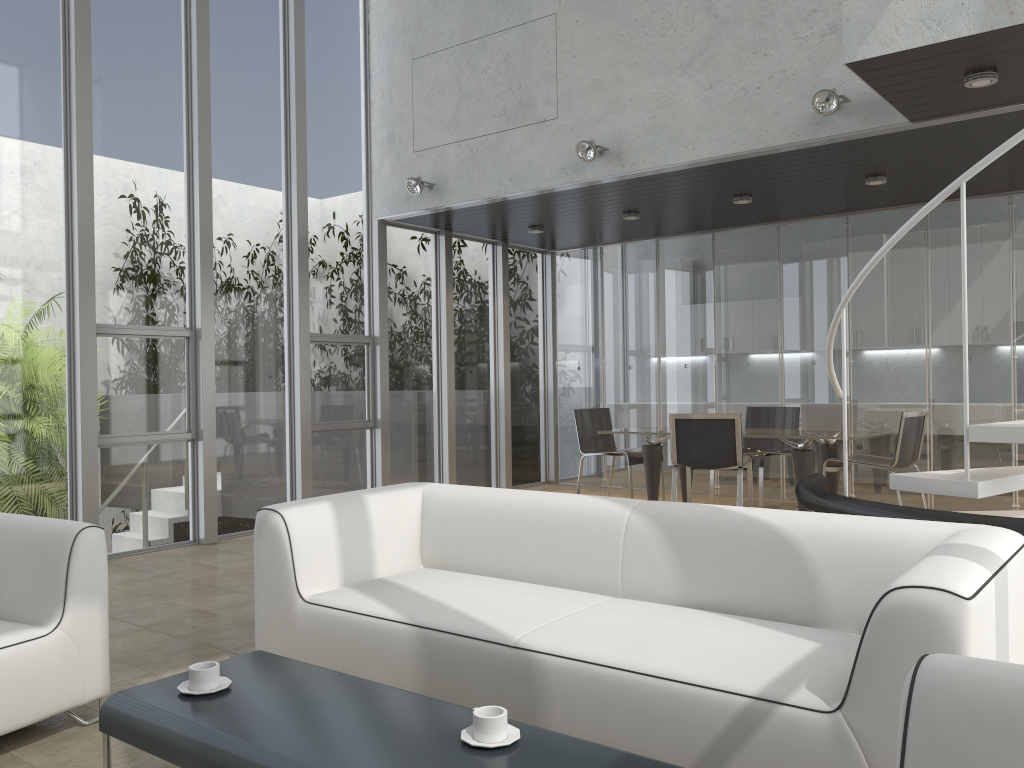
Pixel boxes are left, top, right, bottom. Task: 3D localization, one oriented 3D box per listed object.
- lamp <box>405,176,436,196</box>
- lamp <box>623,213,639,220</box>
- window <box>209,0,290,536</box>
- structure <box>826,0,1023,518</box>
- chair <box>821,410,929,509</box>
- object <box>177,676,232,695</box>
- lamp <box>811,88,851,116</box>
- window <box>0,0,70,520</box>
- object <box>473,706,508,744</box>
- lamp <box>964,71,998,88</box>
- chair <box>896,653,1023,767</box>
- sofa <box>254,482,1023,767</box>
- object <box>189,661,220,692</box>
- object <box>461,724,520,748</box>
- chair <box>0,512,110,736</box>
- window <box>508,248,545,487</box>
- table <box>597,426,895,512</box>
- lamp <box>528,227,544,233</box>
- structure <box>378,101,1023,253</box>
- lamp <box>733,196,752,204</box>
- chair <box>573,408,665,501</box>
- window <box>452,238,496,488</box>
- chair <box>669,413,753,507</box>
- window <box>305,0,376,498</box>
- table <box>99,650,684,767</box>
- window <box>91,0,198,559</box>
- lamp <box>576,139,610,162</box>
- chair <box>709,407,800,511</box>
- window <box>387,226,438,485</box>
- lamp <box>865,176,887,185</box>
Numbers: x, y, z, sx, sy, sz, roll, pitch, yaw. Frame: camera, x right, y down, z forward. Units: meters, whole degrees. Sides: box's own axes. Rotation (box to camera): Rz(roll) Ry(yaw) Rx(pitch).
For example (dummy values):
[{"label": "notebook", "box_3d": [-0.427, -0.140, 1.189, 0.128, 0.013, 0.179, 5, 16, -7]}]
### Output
[{"label": "lamp", "box_3d": [-0.795, -1.682, 7.563, 0.197, 0.154, 0.228, -1, 0, 38]}, {"label": "lamp", "box_3d": [1.085, -1.528, 8.084, 0.149, 0.038, 0.149, -1, 0, -37]}, {"label": "window", "box_3d": [-2.122, -1.650, 7.104, 0.010, 5.650, 0.741, -1, 0, 38]}, {"label": "structure", "box_3d": [1.616, 0.693, 6.225, 6.700, 6.900, 4.916, -1, 0, 38]}, {"label": "chair", "box_3d": [2.785, 0.663, 6.790, 0.660, 0.922, 0.546, -1, 0, 43]}, {"label": "object", "box_3d": [-0.800, 0.788, 2.309, 0.130, 0.014, 0.136, -1, 0, -37]}, {"label": "lamp", "box_3d": [1.956, -1.723, 5.460, 0.197, 0.154, 0.254, -1, 0, 38]}, {"label": "window", "box_3d": [-3.237, -1.631, 5.657, 0.010, 5.650, 0.741, -1, 0, 38]}, {"label": "object", "box_3d": [-0.048, 0.750, 1.961, 0.075, 0.057, 0.090, -1, 0, -4]}, {"label": "lamp", "box_3d": [2.380, -1.545, 4.501, 0.149, 0.038, 0.149, -1, 0, -37]}, {"label": "chair", "box_3d": [0.724, 0.766, 1.043, 0.720, 0.635, 0.829, -1, 0, 43]}, {"label": "sofa", "box_3d": [0.278, 0.769, 3.126, 2.601, 0.638, 0.971, -1, 0, 38]}, {"label": "object", "box_3d": [-0.801, 0.762, 2.316, 0.075, 0.057, 0.090, -1, 0, -4]}, {"label": "object", "box_3d": [-0.047, 0.777, 1.954, 0.130, 0.014, 0.136, -1, 0, -37]}, {"label": "chair", "box_3d": [-1.927, 0.805, 2.962, 0.720, 0.635, 0.829, -1, 0, 28]}, {"label": "window", "box_3d": [0.132, -0.188, 10.001, 0.010, 2.645, 0.741, -1, 0, 38]}, {"label": "table", "box_3d": [1.922, 0.763, 7.472, 2.250, 0.733, 0.900, -1, 0, 38]}, {"label": "lamp", "box_3d": [0.236, -1.516, 8.738, 0.149, 0.038, 0.149, -1, 0, -37]}, {"label": "structure", "box_3d": [-1.226, -2.120, 4.982, 9.817, 6.605, 10.665, -1, 0, 37]}, {"label": "lamp", "box_3d": [1.933, -1.541, 7.430, 0.149, 0.038, 0.149, -1, 0, -37]}, {"label": "chair", "box_3d": [0.981, 0.690, 8.188, 0.660, 0.922, 0.546, -1, 0, 43]}, {"label": "window", "box_3d": [-0.426, -0.178, 9.277, 0.010, 2.645, 0.741, -1, 0, 38]}, {"label": "chair", "box_3d": [1.581, 0.682, 7.004, 0.546, 0.922, 0.660, -1, 0, 23]}, {"label": "window", "box_3d": [-1.553, -1.659, 7.819, 0.050, 5.700, 0.800, -1, 0, 38]}, {"label": "table", "box_3d": [-0.327, 0.983, 2.039, 1.420, 0.390, 0.532, -1, 0, 38]}, {"label": "window", "box_3d": [-2.668, -1.641, 6.372, 0.050, 5.700, 0.800, -1, 0, 38]}, {"label": "lamp", "box_3d": [0.584, -1.702, 6.517, 0.197, 0.154, 0.254, -1, 0, 38]}, {"label": "chair", "box_3d": [2.161, 0.672, 7.866, 0.660, 0.922, 0.546, -1, 0, -42]}, {"label": "window", "box_3d": [-0.983, -0.169, 8.553, 0.010, 2.645, 0.741, -1, 0, 38]}, {"label": "lamp", "box_3d": [2.781, -1.554, 6.777, 0.149, 0.038, 0.149, -1, 0, -37]}]
